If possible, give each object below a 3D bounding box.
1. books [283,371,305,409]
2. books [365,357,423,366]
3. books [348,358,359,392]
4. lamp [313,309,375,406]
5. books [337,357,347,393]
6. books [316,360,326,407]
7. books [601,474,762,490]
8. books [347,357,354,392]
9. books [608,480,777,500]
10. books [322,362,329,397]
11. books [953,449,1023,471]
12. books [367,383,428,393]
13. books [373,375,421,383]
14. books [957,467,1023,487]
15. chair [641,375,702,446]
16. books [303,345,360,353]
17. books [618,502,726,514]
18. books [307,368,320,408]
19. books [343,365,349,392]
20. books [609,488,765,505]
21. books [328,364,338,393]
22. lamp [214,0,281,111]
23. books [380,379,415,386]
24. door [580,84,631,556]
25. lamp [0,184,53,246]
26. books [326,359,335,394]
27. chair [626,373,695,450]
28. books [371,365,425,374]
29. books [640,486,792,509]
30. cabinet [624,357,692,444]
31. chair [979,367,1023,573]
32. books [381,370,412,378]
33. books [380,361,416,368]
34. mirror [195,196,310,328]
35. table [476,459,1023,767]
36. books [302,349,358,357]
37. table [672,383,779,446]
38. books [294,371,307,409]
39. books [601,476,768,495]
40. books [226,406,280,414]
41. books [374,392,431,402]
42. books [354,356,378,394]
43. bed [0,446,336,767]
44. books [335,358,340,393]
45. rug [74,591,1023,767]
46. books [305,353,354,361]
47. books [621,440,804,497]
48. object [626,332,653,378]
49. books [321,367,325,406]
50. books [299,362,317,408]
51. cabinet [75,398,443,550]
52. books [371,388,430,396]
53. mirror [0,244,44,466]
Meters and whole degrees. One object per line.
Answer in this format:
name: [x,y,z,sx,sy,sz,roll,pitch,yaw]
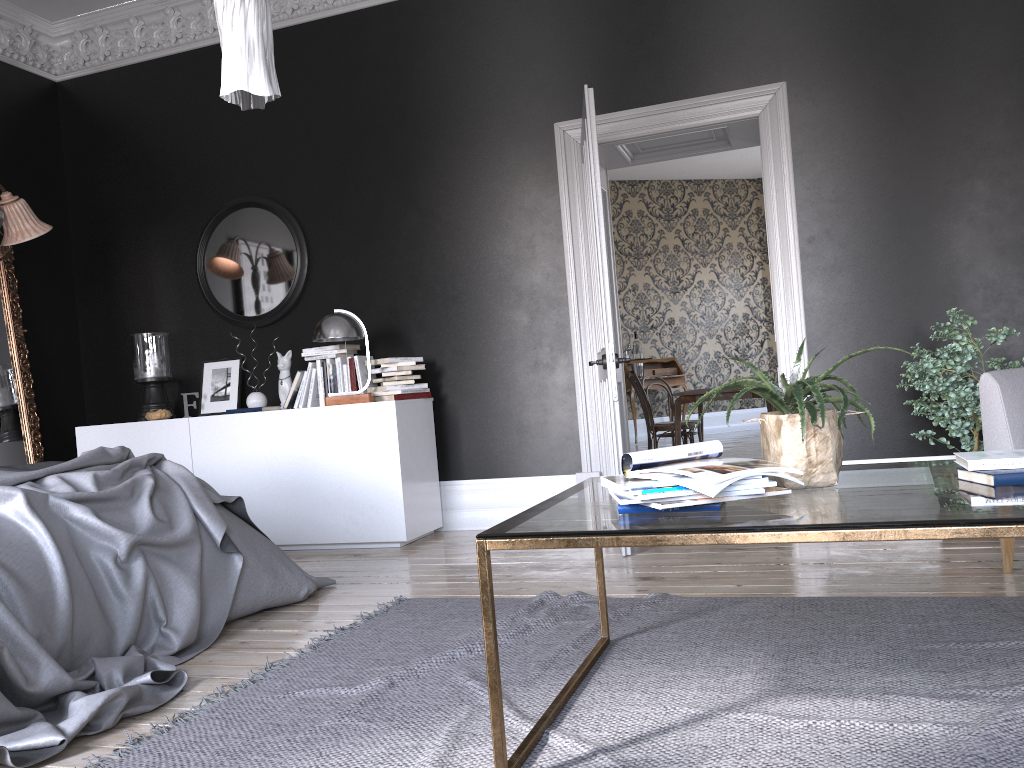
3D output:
books: [-1.406,0.039,5.889,0.159,0.246,0.203,-5,0,18]
books: [-0.754,-0.146,5.672,0.221,0.030,0.306,-5,-1,38]
books: [-0.980,-0.021,5.778,0.038,0.295,0.235,-5,0,18]
lamp: [-1.049,-0.167,5.480,0.340,0.590,0.328,-5,0,-2]
books: [-1.068,-0.019,5.805,0.024,0.307,0.220,-5,0,18]
books: [-1.218,-0.005,5.884,0.030,0.307,0.221,-5,0,18]
books: [0.390,0.220,2.094,0.318,0.011,0.252,-5,-1,-5]
books: [-1.006,-0.024,5.813,0.030,0.307,0.221,-5,0,18]
books: [0.414,0.239,2.078,0.318,0.011,0.252,-5,-1,-10]
books: [-1.175,-0.001,5.816,0.030,0.289,0.193,-5,0,18]
books: [1.263,0.180,2.160,0.307,0.024,0.220,-5,-1,18]
books: [-0.735,0.026,5.680,0.318,0.031,0.229,-4,-1,-42]
books: [-0.743,-0.033,5.698,0.193,0.030,0.290,-4,-1,-40]
books: [1.241,0.209,2.099,0.289,0.030,0.193,-5,-1,2]
chair: [1.552,0.357,8.532,0.438,0.923,0.551,-5,0,-34]
books: [-1.193,-0.230,5.868,0.306,0.030,0.220,-5,-1,28]
books: [0.381,0.280,2.093,0.231,0.023,0.162,-5,-1,19]
books: [-1.281,0.025,5.879,0.091,0.256,0.195,-5,0,18]
books: [-1.039,0.003,5.798,0.026,0.259,0.195,-5,0,18]
books: [0.399,0.251,2.081,0.318,0.011,0.252,-5,-1,0]
books: [-1.129,0.006,5.785,0.029,0.270,0.204,-5,0,18]
lamp: [-0.913,-1.906,2.797,0.781,2.049,0.784,-5,0,-28]
books: [-0.738,-0.004,5.690,0.203,0.029,0.268,-5,-1,-12]
door: [0.529,-0.316,4.991,0.216,2.374,1.097,-5,0,6]
lamp: [-3.114,-0.033,5.211,0.985,2.411,0.773,-5,1,-39]
books: [-1.143,-0.012,5.830,0.024,0.307,0.220,-5,0,18]
chair: [1.349,0.355,7.885,0.540,0.949,0.420,-5,0,-2]
books: [-0.734,-0.094,5.688,0.220,0.030,0.307,-4,-1,-42]
books: [0.443,0.258,2.077,0.318,0.011,0.252,-5,-1,-15]
cabinet: [2.066,0.219,12.690,0.912,1.199,0.904,-5,0,-17]
chair: [2.408,0.276,3.391,0.769,0.863,0.819,-5,0,-31]
books: [-0.738,-0.064,5.685,0.193,0.030,0.289,-5,-1,-8]
books: [-0.733,-0.121,5.708,0.220,0.024,0.307,-5,-1,-7]
mirror: [-1.846,-0.859,6.253,0.924,0.924,0.061,-5,0,18]
table: [0.798,0.541,2.236,1.449,0.558,1.092,-5,0,18]
books: [-1.198,-0.202,5.841,0.307,0.024,0.220,-5,-1,8]
table: [2.004,0.411,8.034,0.851,0.755,1.794,-5,0,18]
books: [-1.357,0.037,5.904,0.132,0.245,0.195,-5,0,18]
books: [0.398,0.230,2.090,0.318,0.011,0.252,-5,-1,-10]
books: [-1.656,0.167,5.689,0.290,0.030,0.193,-5,-1,24]
books: [-0.704,0.083,5.654,0.294,0.038,0.235,-4,-1,-45]
books: [-0.941,-0.030,5.762,0.050,0.308,0.220,-5,0,18]
bed: [-2.683,0.476,3.388,3.284,1.298,2.765,-5,0,7]
books: [-1.085,-0.017,5.840,0.030,0.307,0.221,-5,0,18]
rug: [0.823,0.808,2.397,3.646,0.050,2.104,-5,-1,19]
books: [-1.202,-0.176,5.845,0.259,0.026,0.195,-5,-1,28]
books: [0.467,0.200,2.077,0.322,0.109,0.273,-4,-1,-37]
object: [1.840,-0.422,12.804,0.441,0.682,0.632,-5,0,-13]
books: [-1.193,0.016,5.849,0.026,0.259,0.195,-5,0,18]
books: [-1.314,0.007,5.887,0.126,0.296,0.220,-5,0,18]
cabinet: [-1.701,0.630,5.903,2.397,0.882,0.570,-5,0,18]
books: [-0.710,0.052,5.664,0.229,0.025,0.319,-5,-1,28]
mirror: [-3.490,0.119,5.734,0.254,2.192,0.991,-5,0,18]
